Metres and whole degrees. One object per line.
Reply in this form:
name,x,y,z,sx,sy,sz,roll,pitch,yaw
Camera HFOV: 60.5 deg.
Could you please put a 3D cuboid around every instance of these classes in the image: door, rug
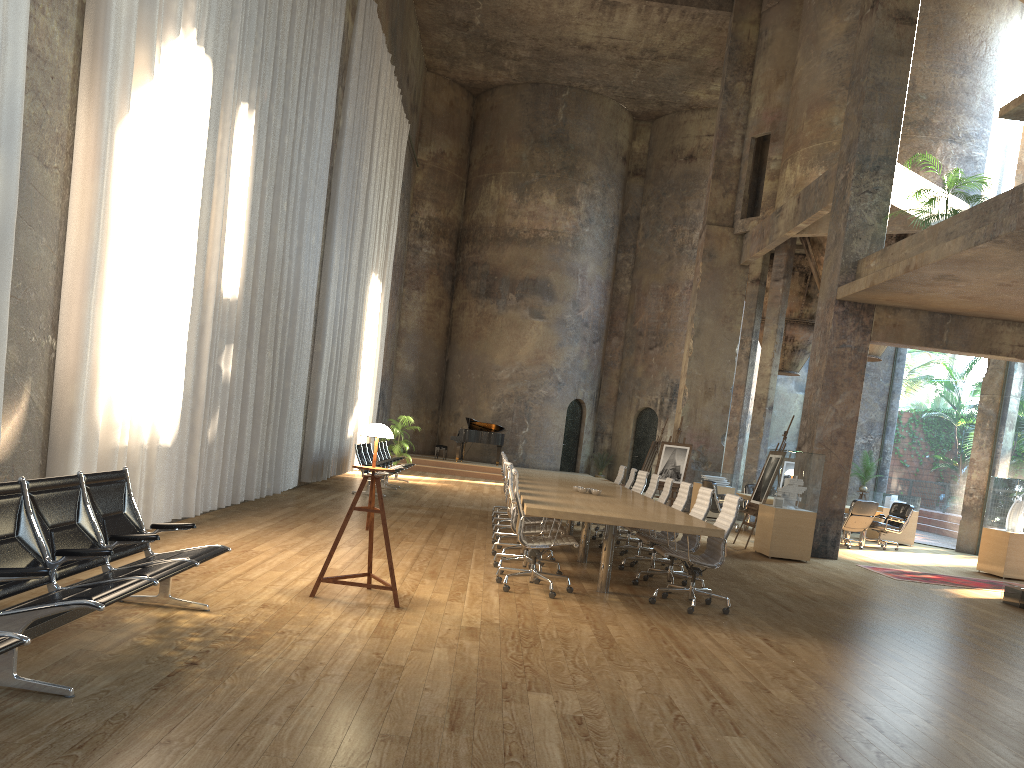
door,4.141,2.041,27.402,0.892,2.651,0.111,10,5,41
rug,6.288,2.771,12.331,2.463,0.009,1.341,7,-3,-1
door,1.812,1.592,27.327,0.906,2.313,0.090,4,5,-43

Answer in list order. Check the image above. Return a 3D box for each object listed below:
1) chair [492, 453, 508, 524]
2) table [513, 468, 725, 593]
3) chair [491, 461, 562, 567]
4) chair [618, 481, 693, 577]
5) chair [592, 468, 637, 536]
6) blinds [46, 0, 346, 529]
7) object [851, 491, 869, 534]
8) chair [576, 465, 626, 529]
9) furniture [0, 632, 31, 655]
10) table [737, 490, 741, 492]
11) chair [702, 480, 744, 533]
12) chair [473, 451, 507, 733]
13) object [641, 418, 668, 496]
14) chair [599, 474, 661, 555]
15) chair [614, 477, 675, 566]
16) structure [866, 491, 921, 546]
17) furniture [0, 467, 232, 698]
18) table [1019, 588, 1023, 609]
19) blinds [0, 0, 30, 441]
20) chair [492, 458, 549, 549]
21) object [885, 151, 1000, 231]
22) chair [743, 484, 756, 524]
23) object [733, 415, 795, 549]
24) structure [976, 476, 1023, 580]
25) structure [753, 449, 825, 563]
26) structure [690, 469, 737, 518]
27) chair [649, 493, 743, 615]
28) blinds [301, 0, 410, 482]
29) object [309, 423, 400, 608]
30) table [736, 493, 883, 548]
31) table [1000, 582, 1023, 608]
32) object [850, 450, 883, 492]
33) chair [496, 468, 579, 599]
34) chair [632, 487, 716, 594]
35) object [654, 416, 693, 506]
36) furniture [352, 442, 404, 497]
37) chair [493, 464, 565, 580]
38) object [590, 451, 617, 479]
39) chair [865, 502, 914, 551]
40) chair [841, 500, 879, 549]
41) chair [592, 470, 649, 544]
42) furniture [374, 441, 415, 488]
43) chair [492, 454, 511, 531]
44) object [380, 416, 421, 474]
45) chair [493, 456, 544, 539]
chair,0.091,1.560,12.959,0.698,1.033,0.662,7,2,2
table,0.781,1.656,10.857,1.601,0.762,7.683,7,-3,-1
chair,0.181,1.368,9.340,0.699,1.033,0.661,7,2,-2
chair,1.558,1.541,9.514,0.698,1.033,0.662,7,2,4
chair,1.480,1.732,13.072,0.697,1.033,0.663,7,2,7
blinds,-2.844,-2.872,9.935,0.275,8.703,7.788,7,1,0
object,7.687,2.839,19.192,0.565,0.979,0.661,9,3,35
chair,1.426,1.774,13.932,0.698,1.033,0.662,7,2,4
furniture,-2.029,0.796,2.193,0.708,0.846,1.864,7,-2,-1
table,5.181,2.951,22.702,1.871,0.550,0.937,7,-1,-2
chair,3.966,2.284,16.459,0.822,0.899,0.725,7,1,-5
chair,2.892,1.954,13.930,12.954,1.038,31.378,7,-3,-1
object,3.270,1.823,20.500,0.679,2.162,0.701,8,4,25
chair,1.520,1.636,11.288,0.698,1.033,0.662,7,2,4
chair,1.536,1.589,10.410,0.697,1.033,0.663,7,2,7
structure,7.851,2.780,18.188,0.735,1.022,0.739,7,2,-1
furniture,-2.079,0.923,4.574,0.708,0.846,1.864,7,-2,-1
table,6.357,2.559,10.090,0.790,0.204,1.106,7,-3,-1
blinds,-2.662,-3.335,1.290,0.275,8.703,7.784,7,1,-2
chair,0.150,1.416,10.270,0.698,1.033,0.662,7,2,4
object,6.056,-2.236,12.373,1.400,1.822,1.350,7,2,5
chair,4.893,2.438,17.236,0.728,0.899,0.818,7,1,6
object,3.981,1.519,13.572,0.685,2.162,0.695,7,4,-2
structure,7.866,2.265,13.738,0.594,1.559,0.737,7,3,-1
structure,3.989,1.746,12.705,0.594,1.559,0.737,7,3,-1
structure,4.431,2.441,19.392,0.743,1.022,0.731,7,2,-1
chair,1.597,1.442,7.654,0.698,1.033,0.662,7,2,4
blinds,-3.027,-2.411,18.553,0.275,8.703,7.788,7,1,0
object,-0.962,0.937,6.351,0.565,1.307,0.659,9,4,32
table,5.498,2.564,16.502,2.411,0.705,1.100,7,-1,-2
table,6.352,2.558,10.457,0.860,0.248,0.368,7,-1,-2
object,7.642,1.877,19.192,0.858,0.947,0.684,7,2,1
chair,0.246,1.280,7.626,0.698,1.033,0.662,7,2,4
chair,1.579,1.493,8.599,0.698,1.033,0.662,7,2,2
object,3.415,1.735,18.620,0.695,2.162,0.685,9,4,31
furniture,-2.371,1.516,15.763,0.708,0.846,1.864,7,-2,-1
chair,0.199,1.322,8.486,0.697,1.033,0.663,7,2,7
object,2.875,2.581,27.841,0.909,0.998,0.905,7,1,10
chair,6.988,2.648,16.536,0.822,0.899,0.725,7,1,-7
chair,6.029,2.493,15.822,0.733,0.899,0.812,6,1,-28
chair,1.506,1.687,12.218,0.699,1.033,0.661,7,2,-2
furniture,-2.421,1.643,18.143,0.708,0.846,1.864,7,-2,-1
chair,0.112,1.511,12.044,0.698,1.033,0.662,7,2,4
object,-2.815,1.485,21.625,1.094,1.467,1.120,6,2,-10
chair,0.134,1.464,11.148,0.697,1.033,0.663,7,2,7
